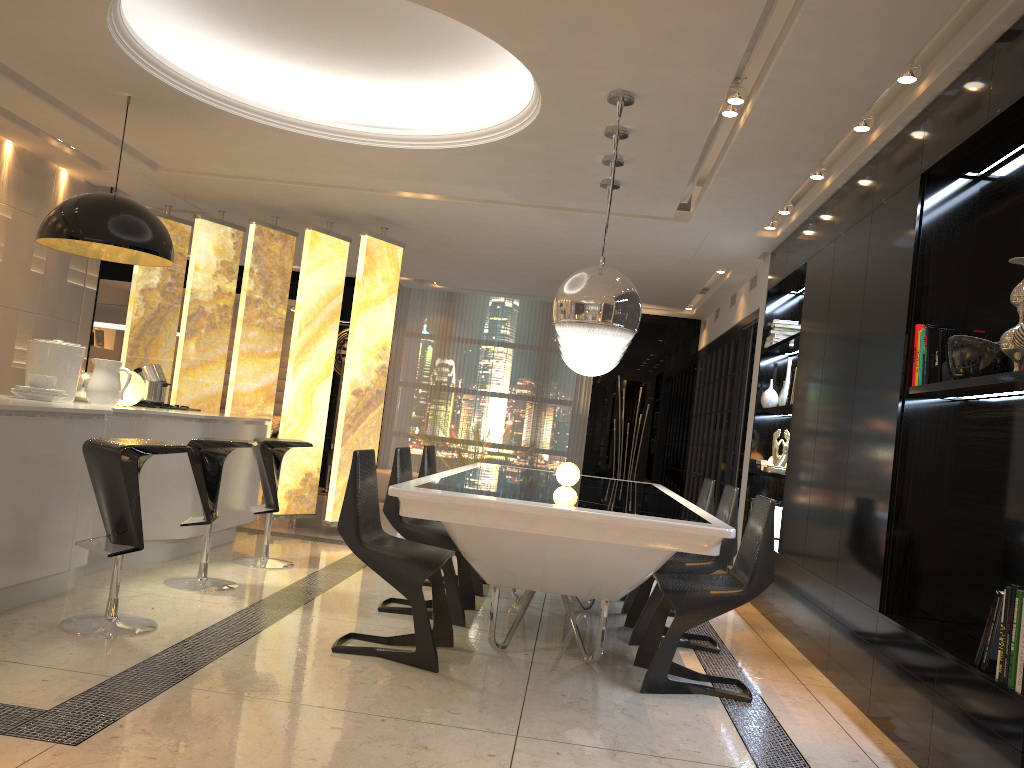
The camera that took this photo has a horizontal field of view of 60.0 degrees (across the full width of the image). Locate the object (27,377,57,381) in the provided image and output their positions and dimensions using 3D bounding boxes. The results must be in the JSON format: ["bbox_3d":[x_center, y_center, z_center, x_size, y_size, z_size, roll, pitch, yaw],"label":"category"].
[{"bbox_3d":[-2.410,-0.002,4.538,0.138,0.051,0.138,9,-4,-38],"label":"object"}]

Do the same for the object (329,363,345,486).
[{"bbox_3d":[-2.112,0.507,10.692,0.026,1.605,0.027,4,-4,43],"label":"object"}]

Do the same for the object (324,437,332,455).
[{"bbox_3d":[-2.138,0.812,10.800,0.330,0.297,0.032,6,-3,5],"label":"object"}]

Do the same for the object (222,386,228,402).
[{"bbox_3d":[-3.887,0.368,12.217,0.390,0.718,0.388,7,-3,-4],"label":"object"}]

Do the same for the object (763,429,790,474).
[{"bbox_3d":[1.895,0.475,6.257,0.177,0.311,0.177,6,-3,5],"label":"object"}]

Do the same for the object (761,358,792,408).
[{"bbox_3d":[1.991,-0.002,6.656,0.210,0.395,0.180,6,-3,8],"label":"object"}]

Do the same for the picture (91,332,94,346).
[{"bbox_3d":[-5.729,-0.614,11.958,0.090,0.209,0.264,6,-3,5],"label":"picture"}]

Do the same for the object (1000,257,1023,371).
[{"bbox_3d":[1.757,-0.220,3.056,0.121,0.416,0.121,7,-3,0],"label":"object"}]

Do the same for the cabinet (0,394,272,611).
[{"bbox_3d":[-2.466,0.540,4.849,1.046,0.887,3.752,6,-3,5],"label":"cabinet"}]

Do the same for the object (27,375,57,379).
[{"bbox_3d":[-2.409,-0.013,4.538,0.138,0.051,0.138,9,-4,-38],"label":"object"}]

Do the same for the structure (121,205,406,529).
[{"bbox_3d":[-2.131,-0.137,7.373,2.180,2.555,0.448,6,-3,5],"label":"structure"}]

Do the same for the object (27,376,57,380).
[{"bbox_3d":[-2.409,-0.007,4.538,0.138,0.051,0.138,9,-4,-38],"label":"object"}]

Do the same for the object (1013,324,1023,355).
[{"bbox_3d":[1.731,-0.328,2.912,0.121,0.612,0.121,7,-3,0],"label":"object"}]

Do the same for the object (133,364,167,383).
[{"bbox_3d":[-2.486,-0.037,6.037,0.249,0.212,0.256,4,-4,40],"label":"object"}]

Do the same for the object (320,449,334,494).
[{"bbox_3d":[-2.174,1.053,10.694,0.261,0.508,0.325,6,-3,5],"label":"object"}]

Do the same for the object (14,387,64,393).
[{"bbox_3d":[-2.415,0.038,4.535,0.229,0.016,0.229,5,-3,34],"label":"object"}]

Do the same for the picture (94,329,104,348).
[{"bbox_3d":[-5.703,-0.623,12.241,0.094,0.262,0.211,7,-3,4],"label":"picture"}]

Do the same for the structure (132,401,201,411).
[{"bbox_3d":[-2.524,0.132,6.033,0.502,0.026,0.811,6,-3,5],"label":"structure"}]

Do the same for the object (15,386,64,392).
[{"bbox_3d":[-2.415,0.034,4.536,0.229,0.016,0.229,5,-3,34],"label":"object"}]

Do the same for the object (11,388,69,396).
[{"bbox_3d":[-2.417,0.054,4.535,0.264,0.033,0.264,8,-3,-26],"label":"object"}]

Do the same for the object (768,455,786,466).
[{"bbox_3d":[1.916,0.576,6.417,0.125,0.125,0.125,4,-4,44],"label":"object"}]

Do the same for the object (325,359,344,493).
[{"bbox_3d":[-2.118,0.500,10.597,0.026,1.605,0.027,4,-4,43],"label":"object"}]

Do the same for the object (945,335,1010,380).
[{"bbox_3d":[1.737,-0.083,3.316,0.193,0.177,0.375,6,-3,6],"label":"object"}]

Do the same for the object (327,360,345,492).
[{"bbox_3d":[-2.115,0.502,10.645,0.026,1.605,0.027,4,-4,43],"label":"object"}]

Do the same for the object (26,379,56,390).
[{"bbox_3d":[-2.411,0.010,4.537,0.138,0.051,0.138,9,-4,-38],"label":"object"}]

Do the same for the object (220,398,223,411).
[{"bbox_3d":[-4.178,0.430,12.287,0.247,0.522,0.124,6,-3,5],"label":"object"}]

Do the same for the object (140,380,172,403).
[{"bbox_3d":[-2.488,0.050,6.035,0.253,0.147,0.266,9,-4,-42],"label":"object"}]

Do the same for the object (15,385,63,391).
[{"bbox_3d":[-2.414,0.029,4.536,0.229,0.016,0.229,5,-3,34],"label":"object"}]

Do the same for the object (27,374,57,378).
[{"bbox_3d":[-2.408,-0.019,4.539,0.138,0.051,0.138,9,-4,-38],"label":"object"}]

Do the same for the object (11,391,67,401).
[{"bbox_3d":[-2.418,0.066,4.535,0.264,0.033,0.264,8,-3,-26],"label":"object"}]

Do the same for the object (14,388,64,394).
[{"bbox_3d":[-2.416,0.043,4.535,0.229,0.016,0.229,5,-3,34],"label":"object"}]

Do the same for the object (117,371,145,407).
[{"bbox_3d":[-2.275,0.026,5.219,0.212,0.214,0.213,9,-3,-35],"label":"object"}]

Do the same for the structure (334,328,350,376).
[{"bbox_3d":[-1.994,-0.387,11.234,0.669,0.669,0.048,6,-3,5],"label":"structure"}]

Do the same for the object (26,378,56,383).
[{"bbox_3d":[-2.411,0.004,4.538,0.138,0.051,0.138,9,-4,-38],"label":"object"}]

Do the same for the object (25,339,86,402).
[{"bbox_3d":[-2.506,-0.078,4.848,0.288,0.330,0.288,6,-3,22],"label":"object"}]

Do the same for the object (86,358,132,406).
[{"bbox_3d":[-2.274,-0.006,4.993,0.211,0.254,0.183,9,-3,-33],"label":"object"}]

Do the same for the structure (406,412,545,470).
[{"bbox_3d":[-0.441,0.915,10.249,1.275,1.142,1.282,9,-4,-39],"label":"structure"}]

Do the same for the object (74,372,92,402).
[{"bbox_3d":[-2.494,0.017,5.165,0.211,0.174,0.211,9,-4,-38],"label":"object"}]

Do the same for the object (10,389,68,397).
[{"bbox_3d":[-2.417,0.060,4.535,0.264,0.033,0.264,8,-3,-26],"label":"object"}]
